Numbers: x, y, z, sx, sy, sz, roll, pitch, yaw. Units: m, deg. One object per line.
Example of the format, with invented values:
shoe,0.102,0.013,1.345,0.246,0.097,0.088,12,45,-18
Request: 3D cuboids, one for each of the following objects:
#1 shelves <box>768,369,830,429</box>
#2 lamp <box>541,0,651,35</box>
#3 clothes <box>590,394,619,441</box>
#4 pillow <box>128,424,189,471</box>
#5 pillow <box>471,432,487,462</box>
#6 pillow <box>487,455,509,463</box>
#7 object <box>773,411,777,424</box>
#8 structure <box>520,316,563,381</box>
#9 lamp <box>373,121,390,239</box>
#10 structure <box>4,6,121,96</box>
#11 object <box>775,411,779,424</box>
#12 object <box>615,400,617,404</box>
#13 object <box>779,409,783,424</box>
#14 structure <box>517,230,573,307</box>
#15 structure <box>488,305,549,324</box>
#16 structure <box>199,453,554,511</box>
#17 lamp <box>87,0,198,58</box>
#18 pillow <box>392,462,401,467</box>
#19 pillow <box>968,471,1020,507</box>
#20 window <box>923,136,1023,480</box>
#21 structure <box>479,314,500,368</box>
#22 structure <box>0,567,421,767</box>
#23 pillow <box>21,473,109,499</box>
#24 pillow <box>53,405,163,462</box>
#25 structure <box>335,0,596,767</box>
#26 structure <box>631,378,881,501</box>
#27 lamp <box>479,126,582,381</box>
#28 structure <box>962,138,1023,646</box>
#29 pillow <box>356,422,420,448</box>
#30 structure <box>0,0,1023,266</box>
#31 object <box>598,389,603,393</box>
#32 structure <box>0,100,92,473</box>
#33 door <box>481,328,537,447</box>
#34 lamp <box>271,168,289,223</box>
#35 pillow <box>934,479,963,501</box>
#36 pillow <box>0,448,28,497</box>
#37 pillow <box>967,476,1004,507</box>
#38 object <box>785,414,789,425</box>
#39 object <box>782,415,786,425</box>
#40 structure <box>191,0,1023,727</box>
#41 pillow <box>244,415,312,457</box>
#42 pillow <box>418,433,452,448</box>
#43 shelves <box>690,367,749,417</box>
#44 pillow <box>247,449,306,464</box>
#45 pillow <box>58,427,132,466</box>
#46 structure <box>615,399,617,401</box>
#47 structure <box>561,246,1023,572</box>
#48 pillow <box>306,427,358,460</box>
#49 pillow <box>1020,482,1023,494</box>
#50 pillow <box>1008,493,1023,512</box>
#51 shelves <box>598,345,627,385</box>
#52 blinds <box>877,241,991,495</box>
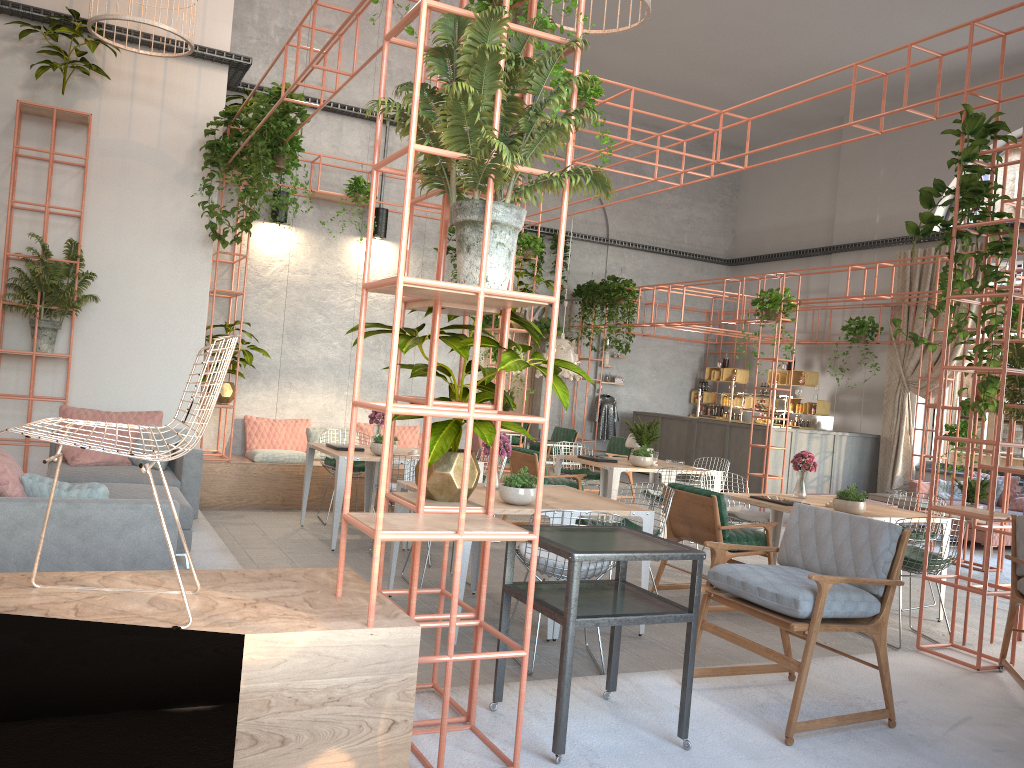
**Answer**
shelves,5.283,0.658,16.984,0.328,1.838,1.750,5,0,-26
lamp,0.727,-4.482,6.536,0.883,3.476,0.883,5,0,26
clothes,1.959,0.718,18.478,0.366,0.997,0.625,5,0,44
pillow,-3.023,0.532,7.491,0.495,0.349,0.308,5,0,23
pillow,-0.619,0.807,12.124,0.276,0.474,0.839,5,0,-36
pillow,-0.304,1.020,12.408,0.491,0.149,0.637,5,0,-25
object,5.075,0.643,17.174,0.072,0.248,0.094,5,0,-26
structure,0.588,-0.817,17.963,0.950,1.527,0.921,5,0,-28
lamp,-1.566,-2.500,10.831,0.179,1.425,0.185,5,0,-26
structure,-4.161,-3.124,8.324,0.934,0.803,0.903,5,0,35
object,5.115,0.647,17.081,0.082,0.246,0.082,5,0,6
object,2.189,0.417,18.657,0.033,0.146,0.070,5,0,35
object,5.158,0.628,17.009,0.066,0.291,0.066,5,0,-42
structure,0.264,-2.319,17.512,1.939,1.514,0.856,5,0,-32
structure,0.140,-1.489,17.606,1.312,0.505,0.063,5,0,-26
structure,-2.675,1.112,12.886,4.386,0.500,5.831,5,0,-26
lamp,-3.168,-4.821,7.942,0.883,3.476,0.883,5,0,26
pillow,-1.689,0.903,10.473,0.637,0.149,0.491,5,0,-25
pillow,7.046,1.553,13.130,0.276,0.474,0.839,5,0,-26
window,8.263,-1.268,13.527,0.089,5.538,4.127,5,0,-26
structure,-0.572,-0.936,17.341,0.921,1.527,0.950,5,0,7
structure,-2.927,0.598,4.516,3.396,1.111,9.152,5,0,-26
pillow,-2.269,0.635,4.597,0.499,0.324,0.307,5,0,9
pillow,-3.458,0.448,7.633,0.836,0.476,0.273,5,0,-26
structure,-0.067,-0.405,3.178,0.748,3.623,0.722,5,0,-26
structure,4.531,0.960,17.068,2.579,2.022,4.057,5,0,-26
lamp,0.065,-2.146,14.435,0.704,4.052,4.456,5,0,-26
structure,3.696,0.116,6.205,0.624,3.602,0.424,5,0,-26
pillow,-1.567,0.725,10.949,0.839,0.474,0.276,5,0,-6
structure,1.466,-2.978,9.828,15.603,0.110,15.203,5,0,-26
object,1.841,0.132,18.465,0.093,0.121,0.049,5,0,-24
structure,-4.488,-0.798,8.424,0.624,3.596,0.424,5,0,-26
door,-0.297,0.168,18.267,1.360,2.729,0.551,5,0,-26
lamp,-2.646,-2.593,10.297,0.179,1.425,0.185,5,0,-26
pillow,6.526,1.590,13.154,0.500,0.324,0.307,5,0,9
pillow,-2.638,0.553,4.676,0.289,0.385,0.666,5,0,-26
pillow,6.903,1.572,13.075,0.289,0.385,0.666,5,0,-26
object,5.307,0.643,17.093,0.074,0.287,0.072,5,0,6
object,5.236,0.640,17.054,0.065,0.280,0.065,5,0,17
structure,-1.605,-0.929,10.501,4.501,4.345,14.096,5,0,-28
pillow,-2.731,0.626,10.421,0.839,0.474,0.276,5,0,-36
pillow,-1.006,0.822,11.253,0.666,0.385,0.289,5,0,-31
shelves,4.437,0.582,18.706,0.328,1.838,1.750,5,0,-26
pillow,-2.626,0.823,10.009,0.637,0.149,0.491,5,0,-25
pillow,-3.452,0.514,7.341,0.479,0.317,0.441,5,0,-45
structure,2.173,0.331,18.659,0.066,0.044,0.019,5,0,-26
structure,5.793,0.268,12.413,4.157,4.247,14.689,5,0,-26
pillow,-2.151,0.724,10.686,0.666,0.385,0.289,5,0,-31
pillow,7.435,1.590,12.312,0.273,0.476,0.836,5,0,-26
pillow,7.138,1.629,12.300,0.441,0.317,0.479,5,0,-45
shelves,2.110,-0.388,18.502,0.560,0.790,0.186,5,0,-26
blinds,7.635,-0.080,13.400,0.414,4.389,4.957,5,0,-25
